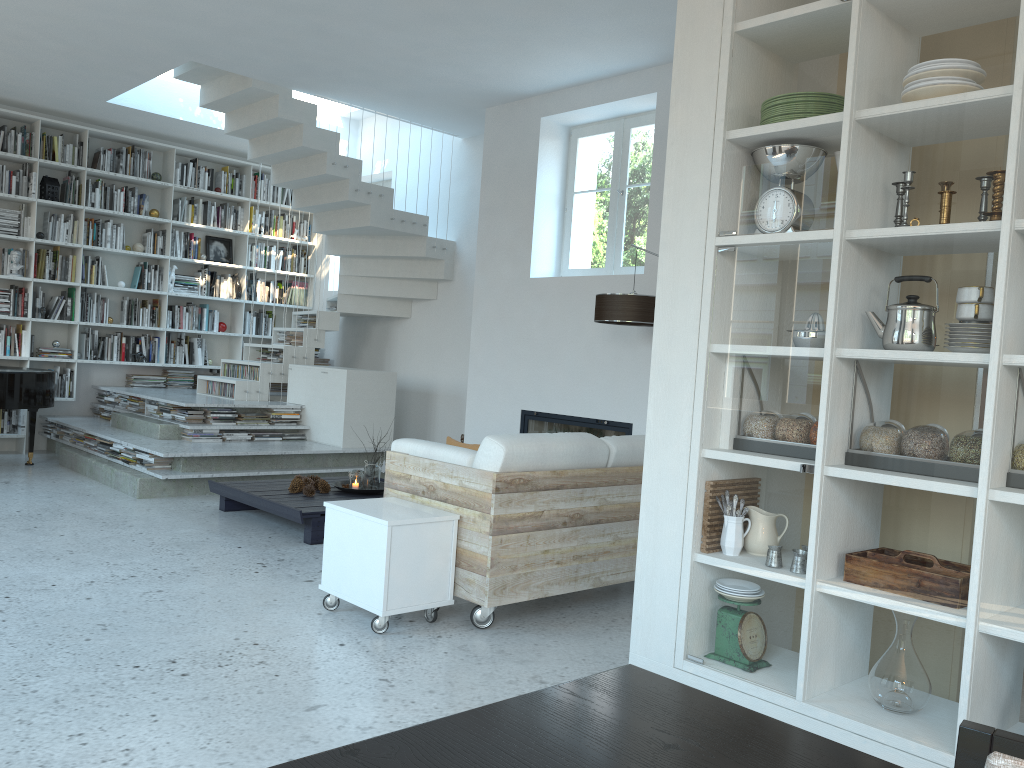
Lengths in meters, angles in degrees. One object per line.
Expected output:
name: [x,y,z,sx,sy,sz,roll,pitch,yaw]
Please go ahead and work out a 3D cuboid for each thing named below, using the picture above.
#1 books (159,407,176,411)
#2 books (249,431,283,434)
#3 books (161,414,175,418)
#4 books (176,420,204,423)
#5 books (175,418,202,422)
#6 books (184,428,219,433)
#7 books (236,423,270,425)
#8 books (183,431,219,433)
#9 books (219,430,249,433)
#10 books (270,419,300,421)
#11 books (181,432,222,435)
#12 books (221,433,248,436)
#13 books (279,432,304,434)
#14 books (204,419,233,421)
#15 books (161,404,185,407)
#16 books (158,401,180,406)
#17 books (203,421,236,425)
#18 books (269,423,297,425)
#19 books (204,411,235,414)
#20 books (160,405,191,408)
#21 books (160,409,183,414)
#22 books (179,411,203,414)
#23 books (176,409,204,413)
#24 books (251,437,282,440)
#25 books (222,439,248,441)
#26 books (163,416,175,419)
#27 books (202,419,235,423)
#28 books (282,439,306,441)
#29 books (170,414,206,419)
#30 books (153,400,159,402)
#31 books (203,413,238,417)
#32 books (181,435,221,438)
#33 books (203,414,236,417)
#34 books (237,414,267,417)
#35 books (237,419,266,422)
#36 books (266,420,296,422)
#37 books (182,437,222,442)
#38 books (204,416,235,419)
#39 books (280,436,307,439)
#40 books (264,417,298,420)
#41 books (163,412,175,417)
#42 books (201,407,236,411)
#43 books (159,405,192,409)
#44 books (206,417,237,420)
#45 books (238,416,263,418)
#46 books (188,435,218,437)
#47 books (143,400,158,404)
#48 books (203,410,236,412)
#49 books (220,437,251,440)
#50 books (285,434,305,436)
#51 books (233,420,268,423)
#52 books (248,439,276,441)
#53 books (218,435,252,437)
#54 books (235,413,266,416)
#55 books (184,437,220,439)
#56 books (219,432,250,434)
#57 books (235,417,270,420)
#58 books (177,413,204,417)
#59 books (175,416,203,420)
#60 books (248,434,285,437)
books: [-2.937,0.220,7.720,0.187,0.009,0.250,3,2,-43]
books: [-2.177,0.427,7.766,0.275,0.009,0.176,3,2,-43]
books: [-2.935,0.283,7.729,0.154,0.007,0.292,3,2,-40]
books: [-2.736,0.318,7.538,0.144,0.009,0.249,3,2,-43]
books: [-2.747,0.307,7.527,0.161,0.014,0.212,3,2,-39]
books: [-2.585,0.383,7.382,0.157,0.025,0.234,5,2,42]
books: [-2.305,0.346,7.793,0.291,0.007,0.174,3,2,-40]
books: [-2.595,0.399,7.392,0.257,0.010,0.132,3,2,-39]
books: [-2.386,0.405,7.585,0.220,0.013,0.148,2,2,-44]
books: [-2.079,0.319,7.990,0.281,0.008,0.181,3,2,-38]
books: [-2.587,0.411,7.384,0.292,0.012,0.159,3,2,-40]
books: [-2.390,0.425,7.588,0.211,0.018,0.134,3,2,-40]
books: [-1.991,0.441,7.966,0.215,0.007,0.130,3,2,-41]
books: [-2.522,0.306,7.617,0.131,0.012,0.207,5,2,43]
books: [-2.932,0.186,7.721,0.170,0.008,0.208,3,2,-40]
books: [-2.942,0.171,7.711,0.189,0.022,0.237,3,2,-38]
books: [-2.510,0.333,7.603,0.216,0.015,0.177,2,2,-45]
books: [-2.088,0.353,7.998,0.220,0.011,0.177,2,2,-45]
books: [-2.513,0.242,7.610,0.221,0.018,0.154,3,2,-42]
books: [-2.933,0.194,7.722,0.171,0.007,0.260,2,2,-45]
books: [-2.935,0.238,7.724,0.177,0.026,0.230,3,2,-43]
books: [-2.733,0.239,7.533,0.132,0.009,0.269,3,2,-39]
books: [-2.735,0.228,7.530,0.149,0.014,0.228,2,2,-45]
books: [-2.170,0.473,7.767,0.250,0.018,0.177,3,2,-40]
books: [-2.389,0.473,7.585,0.208,0.015,0.152,2,2,-45]
books: [-2.933,0.296,7.732,0.142,0.020,0.230,3,2,-38]
books: [-2.519,0.318,7.613,0.227,0.013,0.148,2,2,-45]
books: [-1.984,0.496,7.957,0.151,0.006,0.261,5,2,43]
books: [-2.750,0.272,7.521,0.185,0.014,0.297,2,2,-44]
books: [-3.127,0.152,7.955,0.134,0.014,0.181,3,2,-38]
books: [-2.497,0.260,7.592,0.230,0.015,0.190,3,2,-38]
books: [-2.591,0.438,7.386,0.285,0.008,0.159,2,2,-45]
books: [-2.512,0.271,7.608,0.260,0.009,0.153,3,2,-40]
books: [-2.304,0.277,7.795,0.246,0.013,0.172,2,2,-44]
books: [-2.305,0.315,7.795,0.214,0.015,0.177,3,2,-42]
books: [-2.097,0.330,8.009,0.131,0.016,0.262,5,2,42]
books: [-2.579,0.461,7.373,0.262,0.023,0.200,2,2,-45]
books: [-2.511,0.282,7.606,0.210,0.012,0.168,3,2,-42]
books: [-1.987,0.474,7.961,0.234,0.017,0.151,3,2,-42]
books: [-2.092,0.307,8.004,0.268,0.014,0.159,2,2,-44]
books: [-2.930,0.265,7.732,0.155,0.028,0.189,3,2,-42]
books: [-2.520,0.216,7.618,0.261,0.016,0.128,2,2,-44]
books: [-2.934,0.204,7.721,0.281,0.013,0.168,5,2,44]
books: [-2.505,0.295,7.599,0.215,0.013,0.189,2,2,-44]
books: [-2.309,0.288,7.799,0.179,0.010,0.160,3,2,-41]
books: [-2.586,0.424,7.381,0.210,0.012,0.168,3,2,-39]
books: [-3.150,0.165,7.935,0.256,0.014,0.192,5,2,43]
books: [-2.507,0.229,7.603,0.159,0.009,0.228,5,2,43]
books: [-2.377,0.457,7.573,0.169,0.019,0.232,5,2,42]
books: [-1.992,0.451,7.967,0.229,0.014,0.133,2,2,-44]
books: [-2.317,0.329,7.807,0.133,0.014,0.293,5,2,44]
books: [-2.185,0.485,7.783,0.249,0.009,0.144,2,2,-44]
books: [-2.384,0.441,7.581,0.272,0.012,0.158,2,2,-45]
books: [-2.299,0.265,7.790,0.173,0.011,0.203,5,2,42]
books: [-2.592,0.445,7.387,0.264,0.006,0.164,3,2,-42]
books: [-2.386,0.414,7.584,0.242,0.005,0.152,3,2,-42]
books: [-2.294,0.301,7.783,0.187,0.014,0.273,5,2,42]
books: [-2.731,0.260,7.537,0.137,0.012,0.242,3,2,-42]
books: [-2.741,0.292,7.531,0.208,0.015,0.152,5,2,44]
books: [-2.166,0.441,7.764,0.287,0.018,0.190,2,2,-44]
